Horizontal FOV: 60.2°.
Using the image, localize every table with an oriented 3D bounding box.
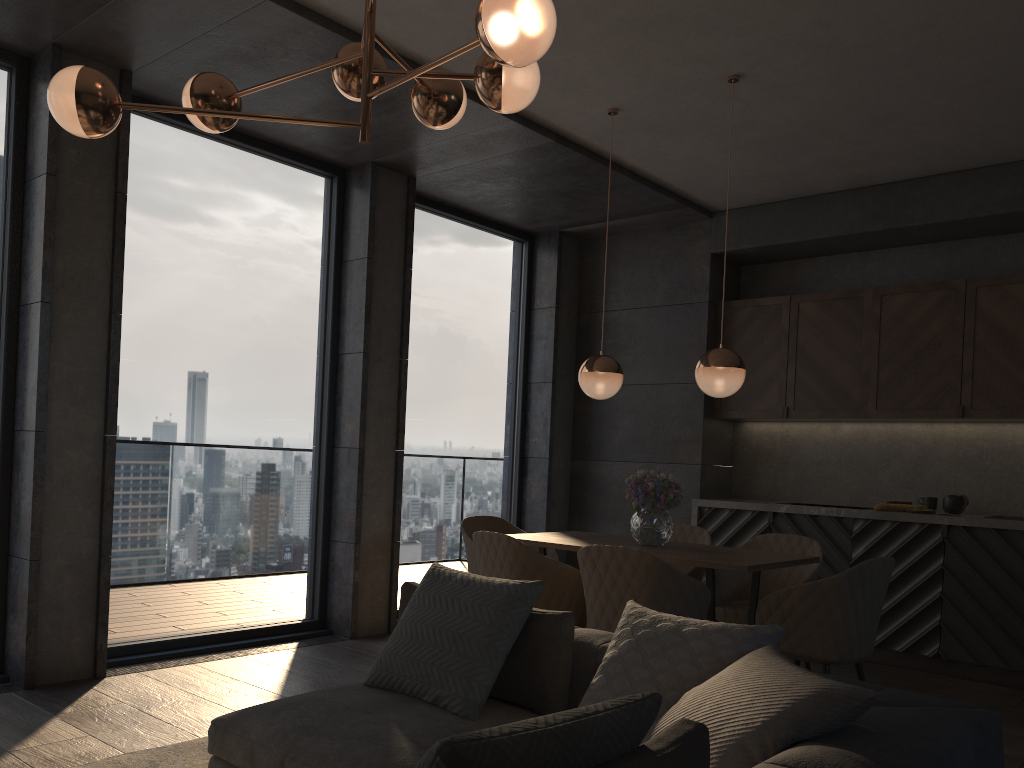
[{"bbox_3d":[0.666,1.200,4.459,1.465,0.768,0.771,-1,-4,41],"label":"table"}]

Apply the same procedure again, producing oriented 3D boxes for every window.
[{"bbox_3d":[-2.284,-0.053,4.422,0.199,2.995,7.294,3,-3,41],"label":"window"}]

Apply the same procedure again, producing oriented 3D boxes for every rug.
[{"bbox_3d":[-1.305,1.278,2.078,1.728,0.020,3.156,-2,-7,41],"label":"rug"}]

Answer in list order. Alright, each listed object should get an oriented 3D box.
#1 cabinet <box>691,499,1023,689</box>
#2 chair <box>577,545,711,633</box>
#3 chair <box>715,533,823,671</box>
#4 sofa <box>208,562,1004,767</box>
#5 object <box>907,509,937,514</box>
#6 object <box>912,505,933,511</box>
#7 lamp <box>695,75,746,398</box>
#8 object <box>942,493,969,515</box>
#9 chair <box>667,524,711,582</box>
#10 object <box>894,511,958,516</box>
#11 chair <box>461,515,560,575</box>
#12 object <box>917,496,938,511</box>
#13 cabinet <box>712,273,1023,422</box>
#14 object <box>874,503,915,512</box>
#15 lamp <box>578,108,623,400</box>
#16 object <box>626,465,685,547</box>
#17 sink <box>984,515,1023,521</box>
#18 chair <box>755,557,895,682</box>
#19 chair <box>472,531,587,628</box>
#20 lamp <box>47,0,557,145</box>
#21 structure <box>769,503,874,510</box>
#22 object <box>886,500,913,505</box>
[{"bbox_3d":[2.757,1.293,5.506,3.390,0.949,0.602,-2,-4,41],"label":"cabinet"},{"bbox_3d":[0.547,1.103,3.814,0.554,0.835,0.512,2,-2,35],"label":"chair"},{"bbox_3d":[1.328,1.211,4.632,0.554,0.835,0.512,1,-2,40],"label":"chair"},{"bbox_3d":[-0.391,0.912,1.853,2.022,0.783,2.922,-1,-6,40],"label":"sofa"},{"bbox_3d":[2.585,0.806,5.572,0.170,0.020,0.170,5,-5,-23],"label":"object"},{"bbox_3d":[2.586,0.789,5.572,0.116,0.045,0.120,7,-6,-44],"label":"object"},{"bbox_3d":[1.031,-0.704,4.251,0.239,1.543,0.239,3,0,17],"label":"lamp"},{"bbox_3d":[2.806,0.760,5.601,0.136,0.137,0.153,2,-3,14],"label":"object"},{"bbox_3d":[0.852,1.229,5.074,0.554,0.835,0.512,2,-2,35],"label":"chair"},{"bbox_3d":[2.570,0.811,5.639,0.489,0.040,0.285,-1,-6,36],"label":"object"},{"bbox_3d":[-0.024,1.189,5.061,0.557,0.835,0.509,4,-2,-45],"label":"chair"},{"bbox_3d":[2.691,0.780,5.704,0.112,0.103,0.090,3,-2,-17],"label":"object"},{"bbox_3d":[2.901,-0.202,5.590,3.390,0.864,0.370,-2,-3,41],"label":"cabinet"},{"bbox_3d":[2.481,0.799,5.699,0.301,0.054,0.071,3,-3,-8],"label":"object"},{"bbox_3d":[0.503,-0.687,4.709,0.239,1.543,0.238,3,0,-43],"label":"lamp"},{"bbox_3d":[0.721,0.614,4.472,0.298,0.408,0.329,2,-2,11],"label":"object"},{"bbox_3d":[3.319,0.609,5.096,0.961,0.546,0.462,-1,-4,41],"label":"sink"},{"bbox_3d":[1.344,1.141,3.837,0.557,0.835,0.509,4,-2,-45],"label":"chair"},{"bbox_3d":[0.083,1.118,4.212,0.511,0.835,0.554,4,-2,-40],"label":"chair"},{"bbox_3d":[-0.461,-1.166,2.648,1.462,1.037,1.018,2,-3,17],"label":"lamp"},{"bbox_3d":[2.161,0.846,6.061,0.610,0.017,0.506,-2,-7,41],"label":"structure"},{"bbox_3d":[2.556,0.801,5.828,0.157,0.068,0.117,0,-4,26],"label":"object"}]
